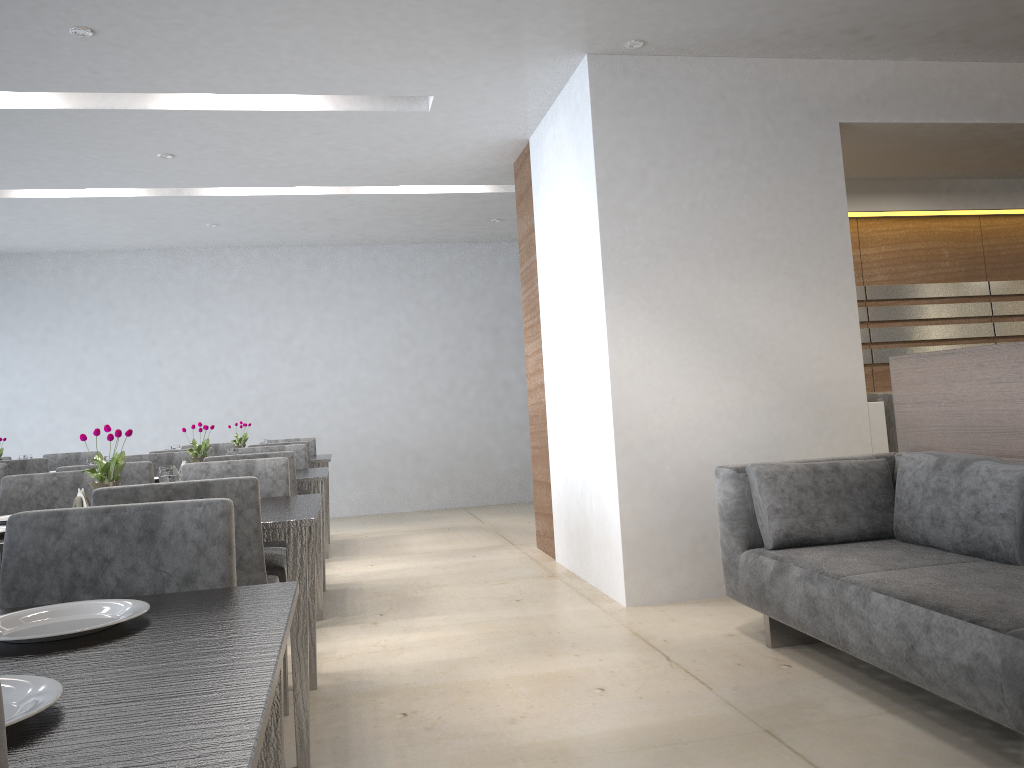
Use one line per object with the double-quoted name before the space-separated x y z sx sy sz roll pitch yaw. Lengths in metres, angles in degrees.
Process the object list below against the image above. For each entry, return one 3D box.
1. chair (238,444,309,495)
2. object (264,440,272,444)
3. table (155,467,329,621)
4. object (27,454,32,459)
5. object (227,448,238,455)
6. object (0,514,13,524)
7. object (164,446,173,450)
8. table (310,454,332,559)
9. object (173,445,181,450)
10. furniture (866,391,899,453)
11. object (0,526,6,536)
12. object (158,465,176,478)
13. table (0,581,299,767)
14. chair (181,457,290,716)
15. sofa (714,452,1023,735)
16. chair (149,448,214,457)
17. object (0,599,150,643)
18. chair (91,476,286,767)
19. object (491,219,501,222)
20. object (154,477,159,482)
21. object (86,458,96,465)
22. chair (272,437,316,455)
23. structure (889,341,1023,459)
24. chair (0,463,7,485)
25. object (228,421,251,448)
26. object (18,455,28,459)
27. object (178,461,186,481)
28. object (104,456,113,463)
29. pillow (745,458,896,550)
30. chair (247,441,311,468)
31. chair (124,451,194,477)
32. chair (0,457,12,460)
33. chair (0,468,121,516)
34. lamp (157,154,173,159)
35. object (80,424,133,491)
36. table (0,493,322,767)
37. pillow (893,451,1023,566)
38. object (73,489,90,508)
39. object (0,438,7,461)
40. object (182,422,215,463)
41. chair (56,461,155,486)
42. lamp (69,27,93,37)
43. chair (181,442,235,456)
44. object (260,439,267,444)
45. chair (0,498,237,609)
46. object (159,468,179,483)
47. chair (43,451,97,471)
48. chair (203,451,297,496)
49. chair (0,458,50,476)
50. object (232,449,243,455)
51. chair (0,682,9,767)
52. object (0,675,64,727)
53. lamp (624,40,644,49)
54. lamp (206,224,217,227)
"chair" -1.276 0.714 4.602 0.477 0.768 0.488 -3 -5 -6
"object" -1.635 0.446 5.934 0.053 0.140 0.053 -7 -7 37
"table" -1.473 0.778 4.203 1.189 0.639 0.772 -3 -3 -11
"object" -3.211 0.538 5.865 0.053 0.140 0.053 -7 -7 37
"object" -1.388 0.389 4.401 0.053 0.140 0.053 -7 -7 37
"object" -1.486 0.410 2.701 0.216 0.015 0.216 -5 -2 35
"object" -2.239 0.477 5.762 0.053 0.140 0.053 -7 -7 37
"table" -1.809 0.846 5.940 1.189 0.639 0.772 -3 -3 -11
"object" -2.294 0.488 6.047 0.053 0.140 0.053 -7 -7 37
"furniture" 4.626 0.294 3.853 5.650 0.859 4.230 -3 -2 -11
"object" -1.413 0.395 2.325 0.217 0.015 0.215 -3 -2 -11
"object" -1.067 0.324 2.740 0.053 0.140 0.053 -7 -7 37
"table" -0.831 0.648 0.884 1.189 0.639 0.772 -3 -3 -11
"chair" -0.954 0.649 2.934 0.477 0.768 0.488 -3 -5 -6
"sofa" 1.544 0.533 1.638 0.836 0.632 3.775 -3 -2 -11
"chair" -2.004 0.783 5.537 0.477 0.768 0.488 -3 -5 -6
"object" -0.593 0.315 1.164 0.217 0.015 0.215 -3 -2 -11
"chair" -0.840 0.625 2.291 0.477 0.768 0.488 -2 -5 -16
"object" -0.138 -1.405 7.598 0.088 0.007 0.089 -4 -2 34
"object" -1.808 0.475 4.370 0.217 0.015 0.215 -2 -2 -31
"object" -1.899 0.408 4.004 0.053 0.140 0.053 -7 -7 37
"chair" -1.612 0.782 6.339 0.477 0.768 0.488 -3 -5 -6
"structure" 2.043 0.313 1.764 0.224 1.014 3.750 -2 -2 -11
"chair" -2.765 0.795 4.308 0.477 0.768 0.488 -3 -5 -6
"object" -1.836 0.390 5.967 0.155 0.278 0.103 -2 -6 -14
"object" -3.119 0.526 5.640 0.053 0.140 0.053 -7 -7 37
"object" -1.557 0.413 4.204 0.070 0.100 0.202 1 -5 -41
"object" -1.954 0.419 4.289 0.053 0.140 0.053 -7 -7 37
"pillow" 1.155 0.425 3.212 0.560 0.308 0.187 -3 -5 -11
"chair" -1.498 0.758 5.695 0.477 0.768 0.488 -2 -5 -16
"chair" -1.813 0.744 4.504 0.477 0.768 0.488 -2 -5 -16
"chair" -3.637 0.892 5.946 0.477 0.768 0.488 -2 -5 -16
"chair" -1.490 0.678 2.836 0.477 0.768 0.488 -2 -5 -16
"lamp" -2.064 -1.354 5.254 0.088 0.007 0.089 -4 -2 34
"object" -1.178 0.257 2.563 0.155 0.278 0.103 -2 -6 -14
"table" -1.150 0.713 2.535 1.189 0.639 0.772 -3 -3 -11
"pillow" 1.464 0.391 2.896 0.181 0.322 0.634 -2 -3 -11
"object" -1.235 0.348 2.536 0.070 0.100 0.202 1 -5 -41
"object" -3.324 0.470 5.673 0.155 0.278 0.103 -2 -6 -14
"object" -1.500 0.322 4.231 0.155 0.278 0.103 -2 -6 -14
"chair" -1.668 0.716 3.800 0.477 0.768 0.488 -3 -5 -6
"lamp" -1.738 -1.420 3.567 0.088 0.007 0.089 -4 -2 34
"chair" -2.148 0.811 6.241 0.477 0.768 0.488 -2 -5 -16
"object" -1.728 0.457 6.159 0.053 0.140 0.053 -7 -7 37
"chair" -0.635 0.585 1.283 0.477 0.768 0.488 -3 -5 -6
"object" -0.975 0.312 2.515 0.053 0.140 0.053 -7 -7 37
"chair" -3.100 0.863 6.044 0.477 0.768 0.488 -3 -5 -6
"chair" -1.162 0.690 3.959 0.477 0.768 0.488 -2 -5 -16
"chair" -2.986 0.838 5.401 0.477 0.768 0.488 -2 -5 -16
"object" -1.296 0.377 4.176 0.053 0.140 0.053 -7 -7 37
"chair" -0.521 0.560 0.640 0.477 0.768 0.488 -2 -5 -16
"object" -0.520 0.300 0.788 0.217 0.015 0.215 -3 -2 -11
"lamp" 0.554 -1.544 4.020 0.088 0.007 0.089 -4 -2 34
"lamp" -2.429 -1.281 7.144 0.088 0.007 0.089 -4 -2 34
